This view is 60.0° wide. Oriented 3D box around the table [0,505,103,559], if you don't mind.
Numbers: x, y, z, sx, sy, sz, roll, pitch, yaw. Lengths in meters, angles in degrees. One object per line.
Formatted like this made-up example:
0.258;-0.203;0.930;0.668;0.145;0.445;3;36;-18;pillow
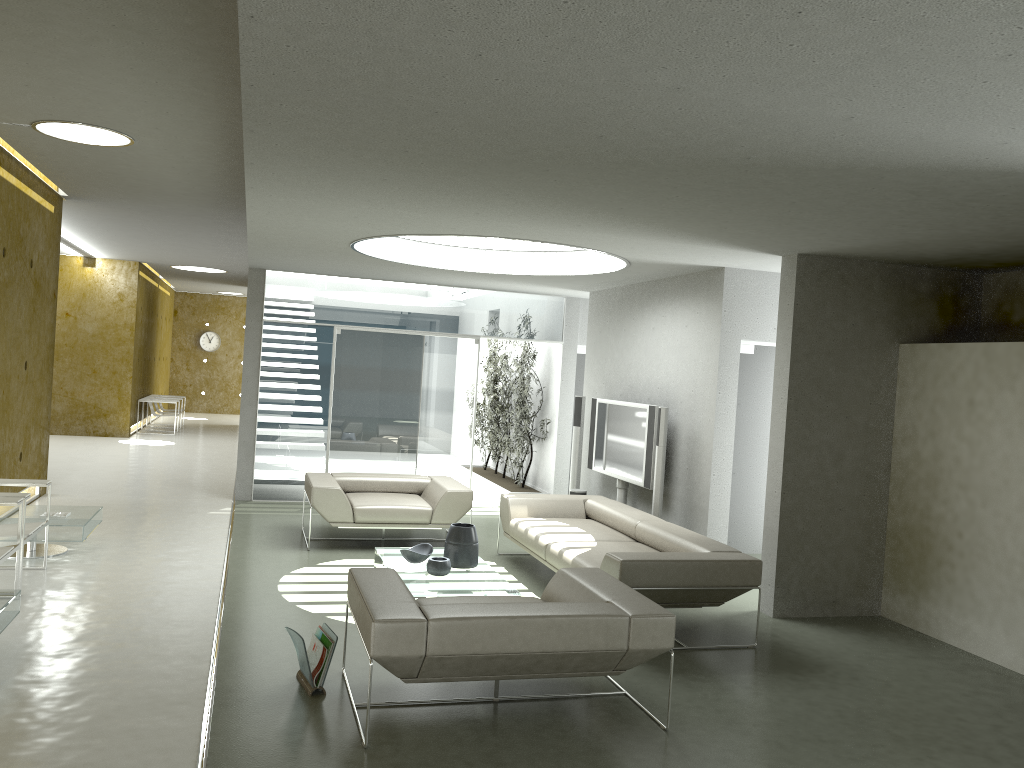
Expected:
-3.871;1.202;7.157;0.900;0.300;0.900;3;1;-16;table

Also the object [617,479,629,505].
1.032;1.296;8.922;0.323;0.689;0.882;3;1;-16;object

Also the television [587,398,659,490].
1.131;0.566;8.926;0.127;0.781;1.603;3;1;-16;television

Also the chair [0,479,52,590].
-3.694;1.044;6.161;0.710;0.667;0.800;3;1;-16;chair

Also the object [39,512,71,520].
-3.648;1.053;7.082;0.197;0.029;0.189;3;1;-16;object

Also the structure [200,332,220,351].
-8.296;-1.163;24.383;0.547;0.539;0.016;3;1;-16;structure

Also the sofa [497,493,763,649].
0.742;1.356;6.984;1.037;0.585;2.791;3;1;-16;sofa

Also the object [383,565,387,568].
-0.810;1.490;6.887;0.387;0.124;0.387;3;1;-45;object

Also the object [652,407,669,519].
1.297;0.937;7.849;0.310;1.469;0.310;3;1;-39;object

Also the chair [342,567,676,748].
-0.067;1.341;4.584;1.481;0.583;1.039;3;1;-16;chair

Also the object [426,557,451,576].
-0.529;1.320;6.407;0.177;0.113;0.177;3;1;-36;object

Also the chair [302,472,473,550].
-1.218;1.211;8.516;1.481;0.583;1.039;3;1;-16;chair

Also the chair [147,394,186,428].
-7.619;0.600;19.562;0.710;0.667;0.800;3;1;-16;chair

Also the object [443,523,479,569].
-0.382;1.226;6.743;0.265;0.309;0.265;3;1;-33;object

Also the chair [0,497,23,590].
-3.454;1.071;5.340;0.710;0.667;0.800;3;1;-16;chair

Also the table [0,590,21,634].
-3.071;1.292;4.425;0.900;0.300;0.900;3;1;-16;table

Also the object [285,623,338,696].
-1.053;1.425;4.613;0.216;0.288;0.329;3;1;-26;object

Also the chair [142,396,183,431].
-7.379;0.627;18.740;0.710;0.667;0.800;3;1;-16;chair

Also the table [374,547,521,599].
-0.534;1.474;6.618;0.790;0.200;1.500;3;1;-16;table

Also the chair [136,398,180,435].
-7.138;0.654;17.919;0.710;0.667;0.800;3;1;-16;chair

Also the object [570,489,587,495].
0.701;1.379;9.618;0.175;0.461;0.185;3;1;-22;object

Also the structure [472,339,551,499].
-0.184;0.208;12.947;0.646;2.589;3.371;3;1;-17;structure

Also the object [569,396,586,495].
0.732;0.870;10.015;0.310;1.469;0.310;4;1;11;object

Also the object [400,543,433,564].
-0.727;1.297;6.750;0.223;0.125;0.317;4;1;20;object
